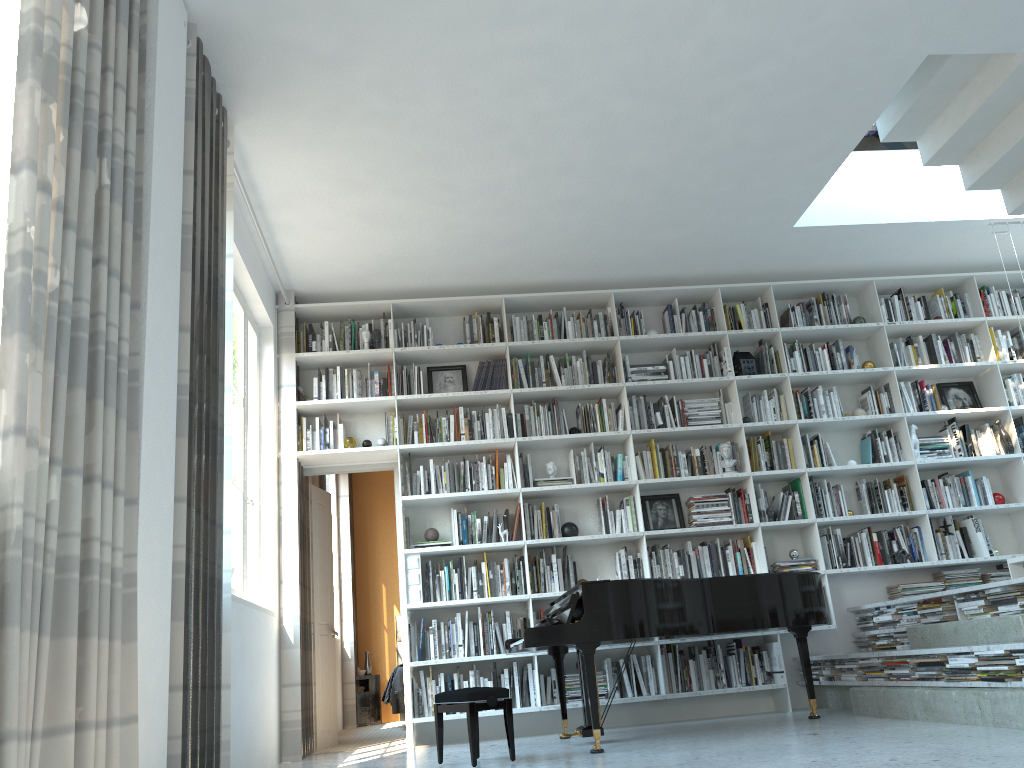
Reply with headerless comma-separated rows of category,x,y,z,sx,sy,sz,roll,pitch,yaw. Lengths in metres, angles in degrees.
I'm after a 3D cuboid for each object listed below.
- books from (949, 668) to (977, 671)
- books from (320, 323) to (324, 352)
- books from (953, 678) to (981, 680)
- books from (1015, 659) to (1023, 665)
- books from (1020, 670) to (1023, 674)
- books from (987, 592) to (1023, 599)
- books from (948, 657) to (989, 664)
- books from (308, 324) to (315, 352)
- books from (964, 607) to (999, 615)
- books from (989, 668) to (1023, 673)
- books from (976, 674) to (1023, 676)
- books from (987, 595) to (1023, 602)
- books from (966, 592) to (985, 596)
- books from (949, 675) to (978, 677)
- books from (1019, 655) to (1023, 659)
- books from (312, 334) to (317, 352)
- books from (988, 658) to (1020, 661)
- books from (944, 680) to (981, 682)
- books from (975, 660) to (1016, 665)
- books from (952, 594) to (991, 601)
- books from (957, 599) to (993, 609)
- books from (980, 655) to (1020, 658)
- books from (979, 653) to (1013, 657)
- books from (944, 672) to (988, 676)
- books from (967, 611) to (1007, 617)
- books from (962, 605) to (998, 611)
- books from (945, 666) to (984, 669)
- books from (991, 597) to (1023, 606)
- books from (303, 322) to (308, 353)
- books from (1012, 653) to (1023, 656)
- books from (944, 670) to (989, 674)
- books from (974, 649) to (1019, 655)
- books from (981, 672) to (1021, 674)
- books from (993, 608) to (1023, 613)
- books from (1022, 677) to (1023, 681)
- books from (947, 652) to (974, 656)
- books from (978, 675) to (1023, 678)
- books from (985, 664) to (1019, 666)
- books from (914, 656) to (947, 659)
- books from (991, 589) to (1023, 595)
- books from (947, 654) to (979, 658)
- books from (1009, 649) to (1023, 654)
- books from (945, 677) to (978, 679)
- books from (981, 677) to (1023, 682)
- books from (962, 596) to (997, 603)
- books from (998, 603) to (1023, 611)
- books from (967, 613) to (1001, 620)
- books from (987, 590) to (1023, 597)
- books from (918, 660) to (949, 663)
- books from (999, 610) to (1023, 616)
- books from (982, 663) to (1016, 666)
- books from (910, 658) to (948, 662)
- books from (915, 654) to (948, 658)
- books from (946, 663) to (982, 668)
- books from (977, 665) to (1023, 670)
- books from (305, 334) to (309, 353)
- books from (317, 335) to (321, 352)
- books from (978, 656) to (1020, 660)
books,2.296,1.399,4.365,0.145,0.010,0.267,-3,-18,-7
books,-1.424,-0.301,6.664,0.010,0.280,0.161,-3,-18,-6
books,2.291,1.441,4.351,0.147,0.008,0.237,-5,-18,-1
books,2.327,1.181,3.798,0.156,0.027,0.288,-2,-18,-11
books,2.318,1.221,3.784,0.187,0.017,0.206,-5,-18,-1
books,2.720,1.134,4.777,0.168,0.013,0.282,-2,-18,-9
books,2.288,1.359,4.378,0.141,0.028,0.223,-2,-18,-11
books,-1.499,-0.294,6.645,0.025,0.268,0.177,-3,-18,-6
books,2.707,1.289,5.050,0.167,0.024,0.193,-4,-18,-5
books,2.319,1.313,4.077,0.154,0.014,0.197,-3,-18,-6
books,2.297,1.329,4.070,0.191,0.006,0.276,-4,-18,-4
books,2.720,1.150,4.772,0.187,0.009,0.251,-3,-18,-6
books,2.710,1.199,5.079,0.134,0.014,0.182,-5,-18,-1
books,2.287,1.428,4.355,0.159,0.009,0.276,-4,-18,-3
books,2.325,1.161,3.804,0.165,0.015,0.244,-5,-18,-2
books,-1.469,-0.256,6.637,0.028,0.186,0.182,-3,-18,-6
books,2.318,1.266,4.092,0.133,0.009,0.210,-5,-18,-2
books,2.272,1.448,4.347,0.193,0.005,0.225,-2,-18,-10
books,2.297,1.277,4.086,0.168,0.013,0.282,-2,-18,-11
books,2.681,1.214,5.071,0.192,0.014,0.257,-2,-18,-10
books,2.698,1.250,5.061,0.174,0.029,0.251,-3,-18,-8
books,2.314,1.252,4.096,0.133,0.008,0.285,-2,-18,-10
books,2.293,1.245,4.096,0.178,0.010,0.196,-5,-18,-1
books,2.281,1.421,4.357,0.180,0.008,0.268,-3,-18,-7
books,2.726,1.305,5.046,0.136,0.013,0.259,-3,-18,-6
books,2.694,1.271,5.054,0.178,0.015,0.188,-5,-18,-1
books,2.278,1.392,4.366,0.171,0.007,0.261,-4,-18,-3
books,2.726,1.166,4.768,0.177,0.026,0.231,-3,-18,-6
books,-1.543,-0.298,6.646,0.014,0.285,0.175,-3,-18,-6
books,2.317,1.150,3.807,0.176,0.010,0.267,-2,-18,-10
books,2.274,1.411,4.360,0.189,0.013,0.216,-3,-18,-8
books,2.291,1.233,4.100,0.182,0.016,0.257,-4,-18,-3
books,2.312,1.323,4.073,0.170,0.006,0.269,-3,-18,-6
books,2.734,1.209,4.754,0.154,0.007,0.293,-4,-18,-3
books,2.327,1.250,3.776,0.184,0.017,0.231,-4,-18,-4
books,2.282,1.328,4.387,0.157,0.014,0.216,-4,-18,-4
books,2.304,1.336,4.068,0.178,0.009,0.277,-3,-18,-8
books,2.309,1.291,4.083,0.150,0.004,0.291,-5,-18,-2
books,2.263,1.437,4.674,0.157,0.007,0.269,-3,-18,-6
books,2.720,1.118,4.783,0.170,0.008,0.209,-4,-18,-3
books,2.284,1.340,4.383,0.139,0.013,0.289,-5,-18,-1
books,2.309,1.139,3.810,0.192,0.014,0.257,-2,-18,-10
books,2.286,1.435,4.353,0.171,0.005,0.298,-3,-18,-7
books,2.295,1.348,4.063,0.191,0.016,0.209,-5,-18,-1
books,2.706,1.228,5.069,0.145,0.017,0.209,-2,-18,-11
books,2.738,1.192,4.760,0.155,0.028,0.190,-4,-18,-5
books,2.718,1.320,5.041,0.132,0.016,0.263,-5,-18,-1
books,2.721,1.125,4.780,0.171,0.007,0.261,-3,-18,-8
books,2.266,1.458,4.668,0.150,0.008,0.218,-3,-18,-7
books,2.739,1.221,4.751,0.142,0.020,0.231,-5,-18,-1
books,2.318,1.285,4.085,0.131,0.007,0.293,-2,-18,-10
books,2.250,1.448,4.669,0.170,0.014,0.282,-2,-18,-9
books,2.259,1.431,4.676,0.160,0.008,0.240,-4,-18,-5
books,2.275,1.381,4.369,0.180,0.016,0.183,-2,-18,-9
books,2.297,1.300,4.079,0.191,0.015,0.247,-4,-18,-5
books,-1.520,-0.255,6.637,0.024,0.194,0.167,-3,-18,-6
books,-1.442,-0.254,6.665,0.031,0.195,0.145,-3,-18,-6
books,2.304,1.260,4.093,0.175,0.006,0.252,-3,-18,-6
